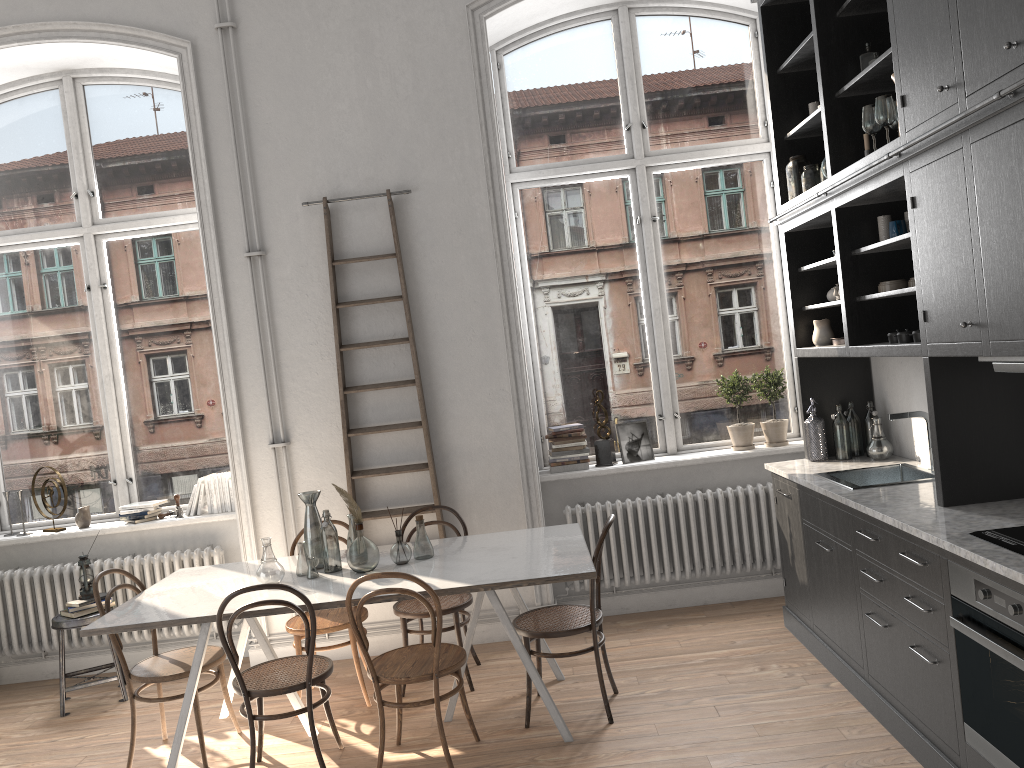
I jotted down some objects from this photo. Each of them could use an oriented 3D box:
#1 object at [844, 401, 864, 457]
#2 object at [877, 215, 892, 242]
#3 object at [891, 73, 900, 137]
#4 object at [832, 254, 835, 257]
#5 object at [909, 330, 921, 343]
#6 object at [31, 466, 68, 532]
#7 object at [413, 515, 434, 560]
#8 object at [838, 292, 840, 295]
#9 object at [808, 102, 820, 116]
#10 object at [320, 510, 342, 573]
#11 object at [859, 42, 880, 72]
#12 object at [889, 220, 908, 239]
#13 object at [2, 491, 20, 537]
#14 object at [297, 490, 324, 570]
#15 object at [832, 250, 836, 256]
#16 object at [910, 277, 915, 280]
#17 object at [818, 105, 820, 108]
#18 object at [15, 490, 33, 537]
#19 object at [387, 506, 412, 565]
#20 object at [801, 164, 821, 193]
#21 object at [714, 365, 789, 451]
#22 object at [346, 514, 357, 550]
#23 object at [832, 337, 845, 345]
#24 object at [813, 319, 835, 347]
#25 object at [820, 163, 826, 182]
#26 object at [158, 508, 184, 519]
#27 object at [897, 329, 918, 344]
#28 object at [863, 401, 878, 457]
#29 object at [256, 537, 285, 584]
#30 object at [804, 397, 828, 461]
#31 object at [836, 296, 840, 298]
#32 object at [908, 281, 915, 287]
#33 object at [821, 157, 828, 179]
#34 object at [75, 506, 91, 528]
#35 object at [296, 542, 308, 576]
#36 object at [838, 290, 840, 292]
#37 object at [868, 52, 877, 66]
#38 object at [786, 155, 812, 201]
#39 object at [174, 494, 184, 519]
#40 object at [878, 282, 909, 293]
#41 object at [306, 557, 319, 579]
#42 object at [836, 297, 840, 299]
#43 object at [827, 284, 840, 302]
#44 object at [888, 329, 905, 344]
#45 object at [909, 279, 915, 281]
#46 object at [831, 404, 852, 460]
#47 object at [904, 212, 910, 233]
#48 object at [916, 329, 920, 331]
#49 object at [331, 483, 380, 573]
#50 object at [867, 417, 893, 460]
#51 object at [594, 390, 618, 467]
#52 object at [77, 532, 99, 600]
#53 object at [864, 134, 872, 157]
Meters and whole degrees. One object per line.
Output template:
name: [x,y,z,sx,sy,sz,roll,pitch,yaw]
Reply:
object: [1.894,0.248,4.922,0.086,0.301,0.086,-6,2,15]
object: [1.725,-0.705,4.079,0.082,0.135,0.059,-8,2,-31]
object: [1.552,-1.093,3.486,0.094,0.267,0.116,-5,3,43]
object: [1.795,-0.691,4.868,0.072,0.047,0.071,-5,2,39]
object: [1.694,-0.204,3.646,0.104,0.059,0.088,-6,2,9]
object: [-2.995,0.746,5.761,0.347,0.425,0.087,-5,2,33]
object: [-0.447,0.755,4.389,0.101,0.212,0.101,-5,3,40]
object: [1.746,-0.472,4.665,0.058,0.033,0.056,-7,2,-25]
object: [1.650,-1.455,4.820,0.059,0.135,0.082,-6,2,29]
object: [-0.890,0.764,4.327,0.086,0.301,0.086,-7,2,-14]
object: [1.636,-1.464,4.054,0.084,0.199,0.065,-6,2,23]
object: [1.722,-0.680,3.964,0.140,0.093,0.082,-8,2,-34]
object: [-3.292,0.848,5.805,0.095,0.289,0.095,-5,2,32]
object: [-0.991,0.732,4.439,0.116,0.383,0.116,-6,2,12]
object: [1.700,-0.672,4.596,0.072,0.047,0.071,-5,2,39]
object: [1.836,-0.462,3.952,0.112,0.036,0.112,-5,2,43]
object: [1.676,-1.436,4.713,0.096,0.095,0.096,-5,2,35]
object: [-3.176,0.836,5.746,0.095,0.289,0.095,-6,2,23]
object: [-0.551,0.734,4.313,0.107,0.283,0.106,-7,2,-4]
object: [1.592,-1.076,4.690,0.114,0.155,0.114,-7,2,4]
object: [1.560,0.151,5.718,0.500,0.524,0.234,-7,2,-10]
object: [-0.774,0.772,4.399,0.098,0.255,0.100,-8,2,-22]
object: [1.778,-0.231,4.689,0.180,0.037,0.180,-7,2,-14]
object: [1.704,-0.282,4.845,0.127,0.144,0.115,-7,2,-20]
object: [1.645,-1.076,4.587,0.096,0.150,0.096,-7,2,-11]
object: [-2.231,0.844,5.775,0.088,0.048,0.153,-5,2,41]
object: [1.674,-0.204,3.747,0.088,0.059,0.104,-7,2,-21]
object: [1.957,0.244,4.815,0.086,0.301,0.086,-9,3,-44]
object: [-1.152,0.840,4.204,0.132,0.219,0.132,-7,2,-10]
object: [1.678,0.248,4.910,0.109,0.349,0.109,-7,2,-18]
object: [1.749,-0.458,4.667,0.085,0.017,0.085,-7,2,-4]
object: [1.838,-0.446,3.953,0.132,0.038,0.132,-8,2,-42]
object: [1.548,-1.161,4.270,0.134,0.358,0.134,-9,3,-44]
object: [-2.788,0.863,5.760,0.100,0.142,0.102,-8,2,-25]
object: [-1.020,0.852,4.331,0.083,0.158,0.083,-7,2,-4]
object: [1.744,-0.492,4.664,0.055,0.047,0.058,-6,2,16]
object: [1.629,-1.422,3.967,0.041,0.125,0.053,-8,2,-32]
object: [1.569,-1.119,4.831,0.118,0.238,0.118,-7,2,-14]
object: [-2.153,0.785,5.716,0.048,0.153,0.088,-8,2,-29]
object: [-0.930,0.767,4.712,5.827,1.843,0.791,-7,2,6]
object: [-0.957,0.879,4.237,0.058,0.094,0.058,-6,2,29]
object: [1.750,-0.451,4.665,0.085,0.015,0.085,-6,2,14]
object: [1.775,-0.495,4.821,0.140,0.100,0.125,-7,2,-18]
object: [1.683,-0.209,3.859,0.088,0.059,0.104,-7,2,-11]
object: [1.837,-0.454,3.953,0.123,0.036,0.123,-7,2,-12]
object: [1.799,0.262,4.845,0.086,0.301,0.086,-7,2,-14]
object: [1.807,-0.713,4.024,0.082,0.135,0.059,-6,2,29]
object: [1.816,-0.225,3.887,0.104,0.059,0.088,-7,2,-1]
object: [-0.729,0.675,4.234,0.157,0.446,0.156,-6,2,19]
object: [1.940,0.289,4.690,0.132,0.219,0.120,-7,2,1]
object: [0.584,0.283,5.729,0.122,0.488,0.102,-6,2,25]
object: [-2.509,1.072,5.263,0.163,0.383,0.154,-8,2,-26]
object: [1.619,-1.064,4.035,0.123,0.161,0.123,-6,2,10]
